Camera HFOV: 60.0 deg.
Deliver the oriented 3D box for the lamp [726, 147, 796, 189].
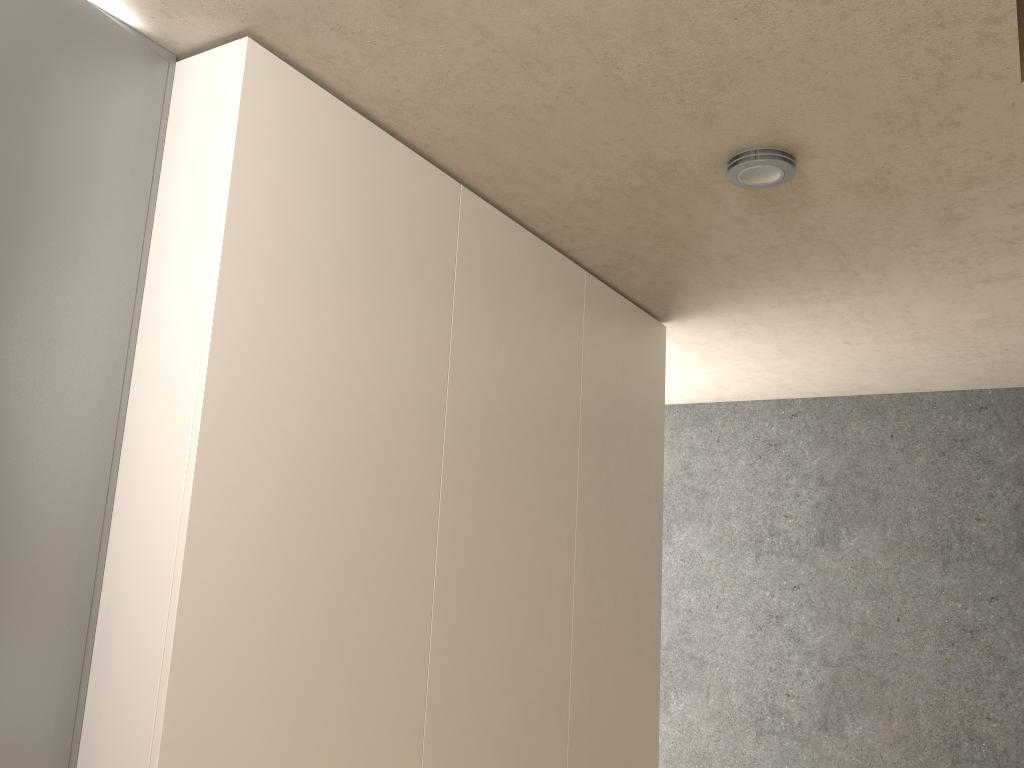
[{"bbox_3d":[0.650,-0.564,2.319,0.173,0.044,0.173,8,-13,-23],"label":"lamp"}]
